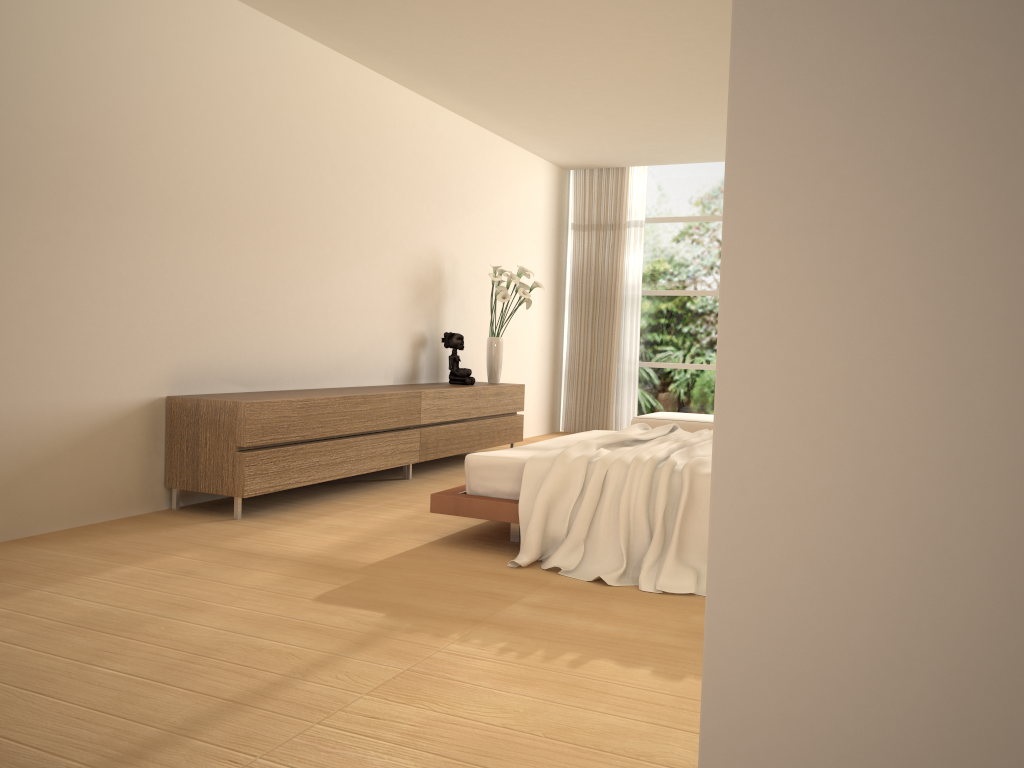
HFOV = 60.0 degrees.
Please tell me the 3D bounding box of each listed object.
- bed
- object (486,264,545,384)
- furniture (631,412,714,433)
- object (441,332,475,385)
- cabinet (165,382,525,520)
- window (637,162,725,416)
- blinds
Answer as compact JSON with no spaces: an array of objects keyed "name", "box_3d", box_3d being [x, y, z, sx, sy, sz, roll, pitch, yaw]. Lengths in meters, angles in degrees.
[{"name":"bed","box_3d":[1.163,0.566,4.886,2.535,0.570,2.599,3,3,25]},{"name":"object","box_3d":[-0.016,-0.540,8.028,0.515,1.085,0.608,1,3,-17]},{"name":"furniture","box_3d":[1.828,0.502,9.273,0.965,0.346,0.964,3,3,25]},{"name":"object","box_3d":[-0.457,-0.222,7.698,0.282,0.453,0.181,3,3,25]},{"name":"cabinet","box_3d":[-0.943,0.366,6.669,0.588,0.662,3.713,3,3,25]},{"name":"window","box_3d":[2.895,-0.998,9.800,4.781,3.371,0.071,3,3,25]},{"name":"blinds","box_3d":[1.063,-1.078,10.372,0.950,3.352,0.211,3,3,24]}]
